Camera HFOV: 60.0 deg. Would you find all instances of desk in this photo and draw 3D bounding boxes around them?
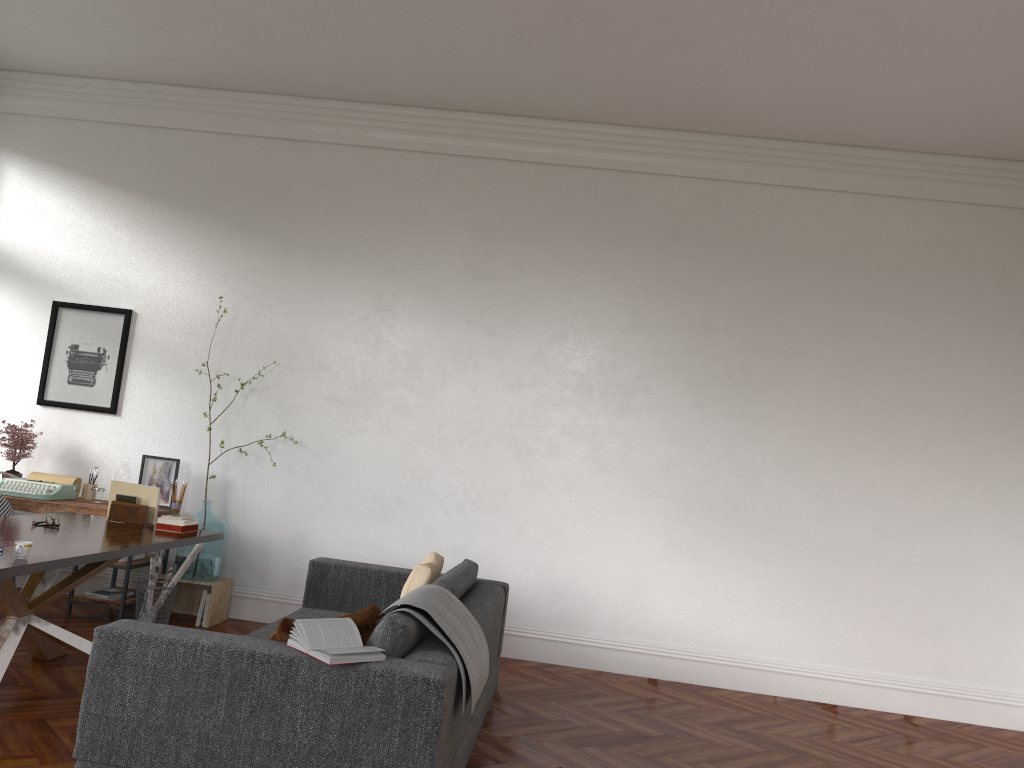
[{"bbox_3d":[-3.402,1.168,6.265,1.798,0.756,0.648,7,-5,5],"label":"desk"},{"bbox_3d":[-2.378,1.103,4.291,1.029,0.750,2.230,7,-5,5],"label":"desk"}]

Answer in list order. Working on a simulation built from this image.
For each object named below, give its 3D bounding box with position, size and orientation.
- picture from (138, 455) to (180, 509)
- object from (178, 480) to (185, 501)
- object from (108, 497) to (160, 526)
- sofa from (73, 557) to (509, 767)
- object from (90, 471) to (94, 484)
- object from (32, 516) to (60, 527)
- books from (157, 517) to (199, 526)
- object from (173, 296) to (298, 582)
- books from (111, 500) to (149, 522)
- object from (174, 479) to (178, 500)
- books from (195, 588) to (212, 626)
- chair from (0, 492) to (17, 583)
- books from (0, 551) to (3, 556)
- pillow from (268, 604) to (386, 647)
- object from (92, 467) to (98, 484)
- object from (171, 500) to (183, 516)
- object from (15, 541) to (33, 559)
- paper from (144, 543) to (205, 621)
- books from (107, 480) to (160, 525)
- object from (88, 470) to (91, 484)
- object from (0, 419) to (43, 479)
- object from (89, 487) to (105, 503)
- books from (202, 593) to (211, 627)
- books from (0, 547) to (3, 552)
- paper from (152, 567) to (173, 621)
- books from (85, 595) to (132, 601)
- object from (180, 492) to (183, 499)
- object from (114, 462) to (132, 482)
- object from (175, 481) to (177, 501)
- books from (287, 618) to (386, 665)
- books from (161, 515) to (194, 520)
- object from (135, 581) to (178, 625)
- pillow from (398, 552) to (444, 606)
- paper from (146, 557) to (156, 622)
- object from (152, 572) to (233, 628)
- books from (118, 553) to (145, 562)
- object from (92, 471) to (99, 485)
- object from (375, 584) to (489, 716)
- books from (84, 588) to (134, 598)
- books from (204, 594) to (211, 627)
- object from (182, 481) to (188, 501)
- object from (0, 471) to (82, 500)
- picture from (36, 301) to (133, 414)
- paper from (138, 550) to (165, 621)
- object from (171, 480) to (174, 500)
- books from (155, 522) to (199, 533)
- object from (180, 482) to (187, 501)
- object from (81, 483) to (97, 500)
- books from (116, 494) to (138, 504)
[{"bbox_3d":[-2.608,0.720,6.527,0.282,0.369,0.023,7,-4,5],"label":"picture"},{"bbox_3d":[-1.985,0.672,5.301,0.008,0.194,0.038,5,-5,31],"label":"object"},{"bbox_3d":[-2.259,0.748,5.304,0.228,0.166,0.150,7,-5,5],"label":"object"},{"bbox_3d":[-0.768,1.310,4.283,1.261,0.827,2.650,7,-5,5],"label":"sofa"},{"bbox_3d":[-3.098,0.740,6.513,0.008,0.207,0.054,8,-4,-8],"label":"object"},{"bbox_3d":[-2.477,0.728,4.709,0.133,0.047,0.114,10,-6,-32],"label":"object"},{"bbox_3d":[-1.967,0.806,5.227,0.164,0.028,0.208,7,-5,3],"label":"books"},{"bbox_3d":[-1.973,0.401,6.479,0.808,2.055,0.354,8,-4,-14],"label":"object"},{"bbox_3d":[-2.271,0.764,5.247,0.221,0.124,0.029,7,-4,5],"label":"books"},{"bbox_3d":[-2.009,0.668,5.289,0.008,0.195,0.032,11,-5,-41],"label":"object"},{"bbox_3d":[-2.150,1.568,6.243,0.054,0.257,0.188,7,-4,6],"label":"books"},{"bbox_3d":[-3.421,1.037,5.681,0.716,0.898,0.548,7,-4,-2],"label":"chair"},{"bbox_3d":[-2.191,0.633,3.428,0.344,0.017,0.251,4,-6,30],"label":"books"},{"bbox_3d":[-0.749,1.028,3.359,0.330,0.396,0.471,3,-6,42],"label":"pillow"},{"bbox_3d":[-3.081,0.726,6.519,0.023,0.239,0.028,7,-4,2],"label":"object"},{"bbox_3d":[-1.995,0.737,5.270,0.058,0.091,0.058,8,-4,-8],"label":"object"},{"bbox_3d":[-1.993,0.674,3.596,0.064,0.065,0.082,5,-5,26],"label":"object"},{"bbox_3d":[-2.284,1.343,5.989,0.330,0.608,0.047,8,-4,-15],"label":"paper"},{"bbox_3d":[-2.280,0.715,5.341,0.310,0.239,0.043,7,-4,5],"label":"books"},{"bbox_3d":[-3.103,0.738,6.502,0.008,0.207,0.054,9,-5,-30],"label":"object"},{"bbox_3d":[-3.675,0.509,6.553,0.290,0.528,0.308,11,-6,-40],"label":"object"},{"bbox_3d":[-2.963,0.795,6.332,0.093,0.101,0.093,7,-5,-3],"label":"object"},{"bbox_3d":[-2.121,1.583,6.231,0.012,0.231,0.170,7,-4,5],"label":"books"},{"bbox_3d":[-2.189,0.616,3.429,0.344,0.017,0.251,4,-6,30],"label":"books"},{"bbox_3d":[-2.408,1.454,6.091,0.026,0.388,0.126,5,-5,27],"label":"paper"},{"bbox_3d":[-2.775,1.455,6.107,0.196,0.014,0.268,7,-5,4],"label":"books"},{"bbox_3d":[-1.974,0.674,5.298,0.008,0.193,0.044,4,-5,35],"label":"object"},{"bbox_3d":[-2.853,0.721,6.483,0.111,0.301,0.112,3,-6,41],"label":"object"},{"bbox_3d":[-1.990,0.668,5.246,0.008,0.193,0.049,6,-4,9],"label":"object"},{"bbox_3d":[-0.604,0.883,3.072,0.225,0.096,0.278,12,-7,-43],"label":"books"},{"bbox_3d":[-1.975,0.787,5.241,0.128,0.008,0.159,6,-5,6],"label":"books"},{"bbox_3d":[-2.416,1.504,5.988,0.261,0.304,0.261,10,-5,-30],"label":"object"},{"bbox_3d":[-0.532,1.169,4.893,0.225,0.459,0.487,7,-5,5],"label":"pillow"},{"bbox_3d":[-2.409,1.396,5.913,0.033,0.478,0.074,3,-5,42],"label":"paper"},{"bbox_3d":[-2.293,1.543,6.338,0.435,0.316,0.342,7,-5,5],"label":"object"},{"bbox_3d":[-2.704,1.179,6.105,0.225,0.038,0.309,7,-5,4],"label":"books"},{"bbox_3d":[-3.074,0.742,6.507,0.054,0.207,0.008,8,-4,-12],"label":"object"},{"bbox_3d":[-0.304,1.068,3.662,0.400,0.387,0.753,7,-5,5],"label":"object"},{"bbox_3d":[-2.773,1.440,6.108,0.196,0.014,0.268,6,-5,16],"label":"books"},{"bbox_3d":[-2.108,1.584,6.230,0.012,0.231,0.170,7,-4,5],"label":"books"},{"bbox_3d":[-1.960,0.673,5.278,0.036,0.195,0.008,6,-4,17],"label":"object"},{"bbox_3d":[-3.385,0.706,6.247,0.535,0.148,0.485,7,-5,4],"label":"object"},{"bbox_3d":[-3.290,-0.206,6.830,0.634,0.815,0.050,7,-4,5],"label":"picture"},{"bbox_3d":[-2.461,1.331,6.087,0.047,0.625,0.294,7,-4,-2],"label":"paper"},{"bbox_3d":[-2.012,0.667,5.261,0.049,0.193,0.008,9,-4,-26],"label":"object"},{"bbox_3d":[-1.967,0.839,5.216,0.159,0.039,0.216,6,-5,7],"label":"books"},{"bbox_3d":[-1.961,0.674,5.263,0.049,0.193,0.008,5,-5,29],"label":"object"},{"bbox_3d":[-3.094,0.787,6.486,0.075,0.113,0.058,7,-4,5],"label":"object"},{"bbox_3d":[-2.307,0.742,5.298,0.128,0.157,0.041,7,-4,5],"label":"books"}]
